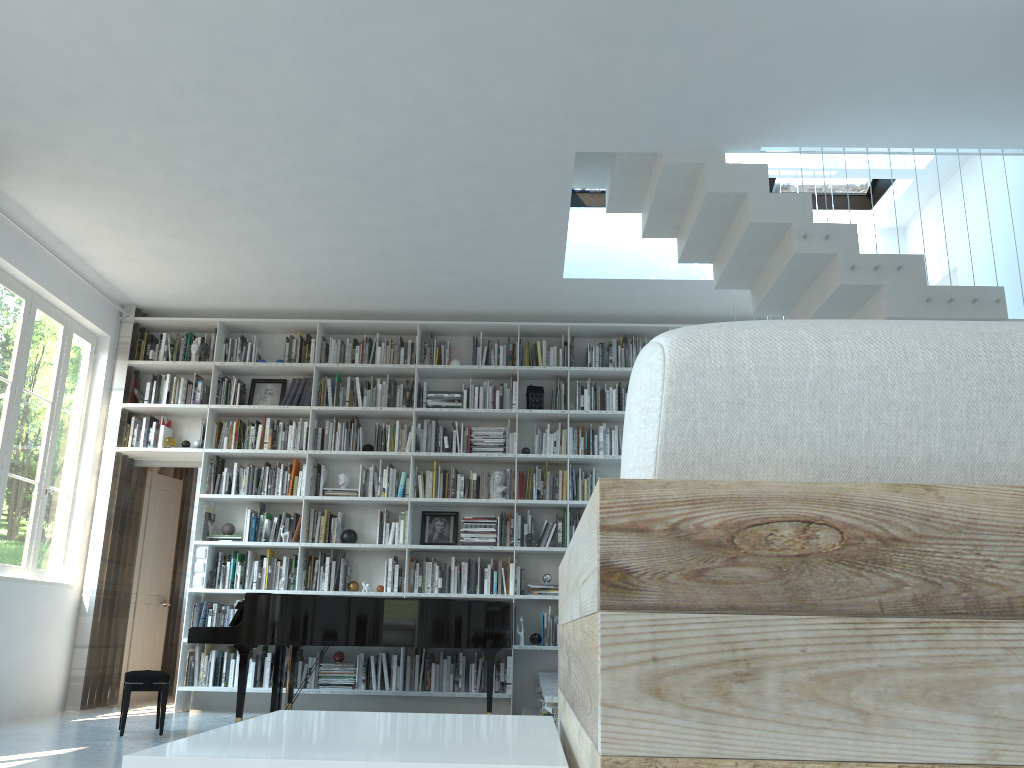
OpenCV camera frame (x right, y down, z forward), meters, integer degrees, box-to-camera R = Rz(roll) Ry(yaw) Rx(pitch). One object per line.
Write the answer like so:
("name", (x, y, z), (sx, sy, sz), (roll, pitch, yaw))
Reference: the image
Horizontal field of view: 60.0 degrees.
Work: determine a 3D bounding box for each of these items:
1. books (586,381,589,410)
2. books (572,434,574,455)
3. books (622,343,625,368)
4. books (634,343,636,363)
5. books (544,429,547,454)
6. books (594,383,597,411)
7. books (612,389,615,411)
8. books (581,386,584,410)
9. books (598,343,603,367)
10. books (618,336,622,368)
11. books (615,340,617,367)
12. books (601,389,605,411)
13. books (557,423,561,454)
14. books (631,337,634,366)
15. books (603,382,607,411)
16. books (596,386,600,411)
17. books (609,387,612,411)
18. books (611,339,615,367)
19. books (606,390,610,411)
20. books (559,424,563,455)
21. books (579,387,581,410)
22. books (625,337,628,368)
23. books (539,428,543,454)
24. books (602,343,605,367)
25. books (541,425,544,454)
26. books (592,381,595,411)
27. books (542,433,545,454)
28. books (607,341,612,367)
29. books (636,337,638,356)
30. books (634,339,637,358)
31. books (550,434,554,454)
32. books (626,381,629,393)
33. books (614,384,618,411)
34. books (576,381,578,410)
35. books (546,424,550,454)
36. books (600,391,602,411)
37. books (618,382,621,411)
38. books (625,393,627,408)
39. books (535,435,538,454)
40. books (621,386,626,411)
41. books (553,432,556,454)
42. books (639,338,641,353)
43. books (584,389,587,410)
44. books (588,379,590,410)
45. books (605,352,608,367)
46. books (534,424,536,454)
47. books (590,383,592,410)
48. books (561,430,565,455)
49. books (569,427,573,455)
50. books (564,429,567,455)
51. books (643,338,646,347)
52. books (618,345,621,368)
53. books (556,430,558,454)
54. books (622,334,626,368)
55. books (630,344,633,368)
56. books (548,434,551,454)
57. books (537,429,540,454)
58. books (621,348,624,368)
("books", (0.629, 0.136, 7.413), (0.011, 0.282, 0.173), (1, -15, 1))
("books", (0.501, 0.527, 7.327), (0.013, 0.209, 0.140), (1, -16, 1))
("books", (0.939, -0.198, 7.495), (0.008, 0.250, 0.170), (1, -16, 1))
("books", (1.030, -0.200, 7.498), (0.014, 0.258, 0.150), (1, -15, 1))
("books", (0.277, 0.506, 7.317), (0.023, 0.235, 0.179), (1, -16, 1))
("books", (0.696, 0.144, 7.426), (0.012, 0.275, 0.133), (1, -15, 1))
("books", (0.840, 0.170, 7.381), (0.021, 0.208, 0.181), (1, -16, 1))
("books", (0.584, 0.155, 7.410), (0.026, 0.242, 0.148), (1, -15, 1))
("books", (0.744, -0.202, 7.506), (0.030, 0.254, 0.161), (1, -15, 1))
("books", (0.915, -0.228, 7.505), (0.006, 0.311, 0.179), (1, -15, 1))
("books", (0.873, -0.215, 7.521), (0.017, 0.294, 0.139), (1, -15, 1))
("books", (0.757, 0.170, 7.416), (0.028, 0.223, 0.142), (1, -15, 1))
("books", (0.386, 0.481, 7.324), (0.028, 0.292, 0.155), (1, -15, 1))
("books", (1.020, -0.225, 7.498), (0.008, 0.306, 0.183), (1, -15, 1))
("books", (0.777, 0.140, 7.420), (0.013, 0.283, 0.155), (1, -15, 1))
("books", (0.715, 0.155, 7.398), (0.027, 0.240, 0.160), (1, -16, 1))
("books", (0.819, 0.160, 7.400), (0.023, 0.236, 0.149), (1, -15, 1))
("books", (0.852, -0.217, 7.510), (0.024, 0.291, 0.168), (1, -15, 1))
("books", (0.796, 0.173, 7.409), (0.025, 0.215, 0.144), (1, -16, 1))
("books", (0.402, 0.488, 7.319), (0.025, 0.276, 0.173), (1, -15, 1))
("books", (0.566, 0.158, 7.416), (0.012, 0.239, 0.139), (1, -15, 1))
("books", (0.958, -0.226, 7.484), (0.015, 0.298, 0.184), (1, -15, 1))
("books", (0.236, 0.501, 7.324), (0.028, 0.249, 0.165), (1, -16, 1))
("books", (0.770, -0.201, 7.507), (0.021, 0.255, 0.169), (1, -16, 1))
("books", (0.251, 0.489, 7.329), (0.019, 0.274, 0.146), (1, -15, 1))
("books", (0.680, 0.133, 7.422), (0.021, 0.295, 0.139), (1, -15, 1))
("books", (0.261, 0.521, 7.318), (0.023, 0.206, 0.171), (1, -16, 1))
("books", (0.825, -0.208, 7.484), (0.028, 0.257, 0.185), (1, -16, 1))
("books", (1.060, -0.223, 7.527), (0.008, 0.320, 0.134), (1, -15, 1))
("books", (1.046, -0.218, 7.507), (0.019, 0.298, 0.137), (1, -15, 1))
("books", (0.328, 0.524, 7.303), (0.027, 0.196, 0.185), (1, -16, 1))
("books", (0.978, 0.136, 7.390), (0.029, 0.284, 0.184), (1, -15, 1))
("books", (0.869, 0.148, 7.403), (0.012, 0.264, 0.157), (1, -15, 1))
("books", (0.543, 0.132, 7.409), (0.012, 0.284, 0.160), (1, -15, 1))
("books", (0.294, 0.482, 7.301), (0.028, 0.274, 0.187), (1, -16, 1))
("books", (0.736, 0.173, 7.412), (0.014, 0.214, 0.132), (1, -15, 1))
("books", (0.900, 0.142, 7.418), (0.012, 0.284, 0.160), (1, -15, 1))
("books", (0.949, 0.188, 7.389), (0.027, 0.181, 0.176), (1, -16, 1))
("books", (0.199, 0.527, 7.302), (0.028, 0.185, 0.182), (1, -16, 1))
("books", (0.921, 0.160, 7.393), (0.030, 0.237, 0.186), (1, -16, 1))
("books", (0.349, 0.518, 7.305), (0.029, 0.210, 0.158), (1, -16, 1))
("books", (1.076, -0.219, 7.496), (0.013, 0.296, 0.189), (1, -15, 1))
("books", (0.610, 0.167, 7.388), (0.026, 0.207, 0.181), (1, -16, 1))
("books", (0.642, 0.123, 7.410), (0.014, 0.306, 0.153), (1, -15, 1))
("books", (0.796, -0.164, 7.515), (0.031, 0.190, 0.133), (1, -16, 1))
("books", (0.187, 0.484, 7.336), (0.018, 0.284, 0.160), (1, -15, 1))
("books", (0.654, 0.142, 7.404), (0.010, 0.268, 0.166), (1, -15, 1))
("books", (0.418, 0.507, 7.297), (0.028, 0.229, 0.177), (1, -16, 1))
("books", (0.480, 0.499, 7.306), (0.028, 0.250, 0.190), (1, -16, 1))
("books", (0.437, 0.508, 7.312), (0.026, 0.237, 0.173), (1, -16, 1))
("books", (1.125, -0.223, 7.495), (0.006, 0.305, 0.164), (1, -15, 1))
("books", (0.902, -0.190, 7.489), (0.018, 0.230, 0.160), (1, -16, 1))
("books", (0.368, 0.509, 7.314), (0.024, 0.233, 0.150), (1, -15, 1))
("books", (0.947, -0.236, 7.505), (0.007, 0.328, 0.184), (1, -15, 1))
("books", (1.003, -0.196, 7.499), (0.024, 0.251, 0.150), (1, -15, 1))
("books", (0.309, 0.524, 7.301), (0.024, 0.194, 0.173), (1, -16, 1))
("books", (0.219, 0.505, 7.329), (0.024, 0.242, 0.160), (1, -16, 1))
("books", (0.925, -0.178, 7.474), (0.018, 0.200, 0.189), (1, -16, 1))
